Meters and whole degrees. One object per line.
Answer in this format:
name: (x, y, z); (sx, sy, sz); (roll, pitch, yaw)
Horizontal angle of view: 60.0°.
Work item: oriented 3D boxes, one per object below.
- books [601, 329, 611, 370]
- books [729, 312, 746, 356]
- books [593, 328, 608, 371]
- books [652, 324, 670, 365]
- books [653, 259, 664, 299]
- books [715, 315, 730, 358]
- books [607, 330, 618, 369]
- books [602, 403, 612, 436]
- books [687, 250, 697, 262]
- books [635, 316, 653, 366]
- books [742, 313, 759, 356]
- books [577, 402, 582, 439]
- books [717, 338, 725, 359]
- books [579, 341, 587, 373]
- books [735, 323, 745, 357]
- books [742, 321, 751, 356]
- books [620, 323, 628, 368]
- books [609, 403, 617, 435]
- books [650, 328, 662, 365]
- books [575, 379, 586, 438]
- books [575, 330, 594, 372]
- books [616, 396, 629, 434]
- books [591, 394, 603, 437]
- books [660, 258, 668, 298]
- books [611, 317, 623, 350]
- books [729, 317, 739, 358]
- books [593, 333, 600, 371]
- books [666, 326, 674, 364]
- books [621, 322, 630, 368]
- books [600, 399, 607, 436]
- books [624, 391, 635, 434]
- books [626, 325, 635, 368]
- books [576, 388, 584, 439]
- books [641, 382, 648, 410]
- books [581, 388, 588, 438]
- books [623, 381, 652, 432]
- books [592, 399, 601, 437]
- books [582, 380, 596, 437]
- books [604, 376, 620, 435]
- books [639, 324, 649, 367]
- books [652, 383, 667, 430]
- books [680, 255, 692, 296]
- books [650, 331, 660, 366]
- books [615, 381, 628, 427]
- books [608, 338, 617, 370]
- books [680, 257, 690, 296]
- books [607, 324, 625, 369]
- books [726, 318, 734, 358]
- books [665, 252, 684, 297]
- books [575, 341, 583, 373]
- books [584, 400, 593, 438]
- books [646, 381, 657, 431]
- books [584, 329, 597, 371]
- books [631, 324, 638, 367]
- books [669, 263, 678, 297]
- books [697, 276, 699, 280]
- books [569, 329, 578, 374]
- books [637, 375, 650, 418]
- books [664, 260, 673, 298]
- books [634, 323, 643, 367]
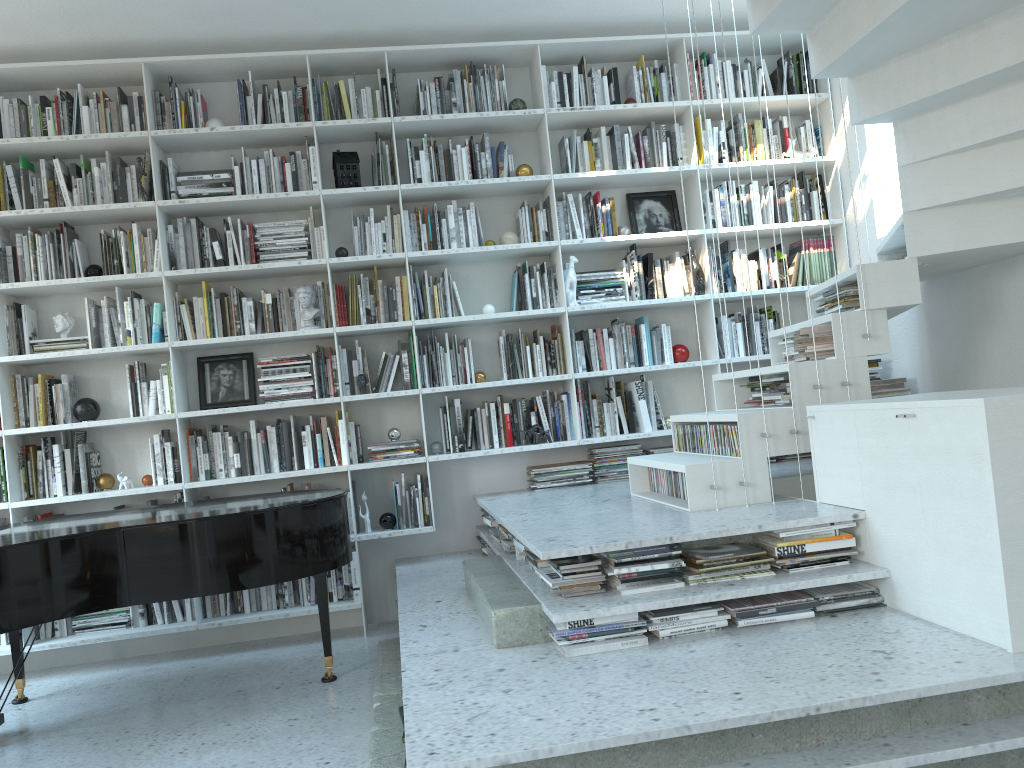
books: (0.526, -0.190, 5.104); (0.026, 0.239, 0.177); (-6, -1, -8)
books: (1.329, -0.284, 5.231); (0.024, 0.267, 0.133); (-6, -1, -8)
books: (0.493, -0.190, 5.084); (0.045, 0.246, 0.185); (-6, -1, -8)
books: (0.865, -0.222, 5.150); (0.025, 0.235, 0.181); (-6, -1, -8)
books: (0.837, -0.591, 5.160); (0.031, 0.242, 0.147); (-6, -1, -8)
books: (1.222, -0.266, 5.193); (0.024, 0.252, 0.175); (-6, -1, -8)
books: (0.572, -0.189, 5.108); (0.012, 0.229, 0.179); (-6, -1, -8)
books: (0.534, 0.203, 5.099); (0.030, 0.188, 0.140); (-6, -1, -8)
books: (1.079, -0.636, 5.214); (0.029, 0.283, 0.138); (-6, -1, -8)
books: (0.763, -0.239, 5.126); (0.026, 0.290, 0.181); (-6, -1, -8)
books: (1.384, -0.281, 5.205); (0.027, 0.248, 0.184); (-6, -1, -8)
books: (0.360, 0.210, 5.055); (0.027, 0.208, 0.164); (-6, -1, -8)
books: (1.165, -0.272, 5.200); (0.085, 0.278, 0.159); (-6, -1, -8)
books: (0.390, -0.148, 5.078); (0.022, 0.184, 0.162); (-6, -1, -8)
books: (1.309, -0.249, 5.208); (0.029, 0.201, 0.172); (-6, -1, -8)
books: (1.357, -0.257, 5.227); (0.025, 0.208, 0.149); (-6, -1, -8)
books: (0.625, -0.212, 5.097); (0.012, 0.262, 0.186); (-6, -1, -8)
books: (0.562, 0.202, 5.096); (0.024, 0.185, 0.149); (-6, -1, -8)
books: (0.834, -0.210, 5.154); (0.037, 0.218, 0.139); (-6, -1, -8)
books: (0.384, 0.143, 5.076); (0.014, 0.337, 0.132); (-6, -1, -8)
books: (0.414, -0.181, 5.079); (0.047, 0.244, 0.177); (-6, -1, -8)
books: (0.612, 0.180, 5.100); (0.052, 0.217, 0.184); (-6, -1, -8)
books: (0.486, 0.180, 5.081); (0.015, 0.243, 0.156); (-6, -1, -8)
books: (0.864, -0.598, 5.183); (0.031, 0.250, 0.133); (-6, -1, -8)
books: (0.609, -0.228, 5.113); (0.013, 0.299, 0.147); (-6, -1, -8)
books: (1.281, -0.267, 5.210); (0.022, 0.242, 0.151); (-6, -1, -8)
books: (0.467, -0.176, 5.085); (0.011, 0.223, 0.163); (-6, -1, -8)
books: (0.890, -0.218, 5.155); (0.027, 0.223, 0.170); (-6, -1, -8)
books: (0.644, -0.218, 5.121); (0.011, 0.272, 0.152); (-6, -1, -8)
books: (0.505, 0.195, 5.095); (0.025, 0.210, 0.137); (-6, -1, -8)
books: (0.661, 0.164, 5.111); (0.031, 0.239, 0.171); (-6, -1, -8)
books: (0.663, -0.207, 5.127); (0.026, 0.246, 0.165); (-6, -1, -8)
books: (0.373, 0.170, 5.078); (0.012, 0.286, 0.158); (-6, -1, -8)
books: (0.756, 0.132, 5.135); (0.012, 0.285, 0.159); (-6, -1, -8)
books: (0.400, 0.167, 5.080); (0.015, 0.287, 0.138); (-6, -1, -8)
books: (0.716, 0.132, 5.077); (0.075, 0.291, 0.255); (-6, -1, -8)
books: (0.467, 0.197, 5.088); (0.023, 0.214, 0.163); (-6, -1, -8)
books: (0.442, 0.143, 5.098); (0.013, 0.327, 0.130); (-6, -1, -8)
books: (0.573, 0.126, 5.097); (0.014, 0.333, 0.169); (-6, -1, -8)
books: (0.741, -0.214, 5.118); (0.023, 0.244, 0.190); (-6, -1, -8)
books: (0.831, 0.130, 5.138); (0.062, 0.274, 0.148); (-6, -1, -8)
books: (1.007, -0.615, 5.188); (0.024, 0.254, 0.145); (-6, -1, -8)
books: (0.804, -0.198, 5.134); (0.030, 0.200, 0.189); (-6, -1, -8)
books: (0.635, 0.135, 5.127); (0.010, 0.304, 0.131); (-6, -1, -8)
books: (0.557, -0.164, 5.095); (0.027, 0.181, 0.186); (-6, -1, -8)
books: (0.978, -0.604, 5.169); (0.041, 0.239, 0.176); (-6, -1, -8)
books: (0.594, -0.205, 5.088); (0.028, 0.255, 0.191); (-6, -1, -8)
books: (1.252, -0.261, 5.205); (0.037, 0.236, 0.153); (-6, -1, -8)
books: (0.946, -0.617, 5.162); (0.021, 0.271, 0.191); (-6, -1, -8)
books: (0.368, -0.147, 5.077); (0.023, 0.186, 0.159); (-6, -1, -8)
books: (0.426, 0.202, 5.094); (0.033, 0.213, 0.140); (-6, -1, -8)
books: (0.789, 0.127, 5.123); (0.025, 0.287, 0.160); (-6, -1, -8)
books: (0.447, -0.186, 5.095); (0.024, 0.247, 0.143); (-6, -1, -8)
books: (0.686, -0.211, 5.110); (0.014, 0.249, 0.177); (-6, -1, -8)
books: (0.923, -0.585, 5.182); (0.025, 0.213, 0.155); (-6, -1, -8)
books: (1.060, -0.582, 5.181); (0.027, 0.179, 0.166); (-6, -1, -8)
books: (0.346, -0.179, 5.086); (0.012, 0.254, 0.161); (-6, -1, -8)
books: (0.765, 0.111, 5.142); (0.012, 0.326, 0.136); (-6, -1, -8)
books: (0.895, -0.593, 5.186); (0.028, 0.235, 0.129); (-6, -1, -8)
books: (0.720, -0.216, 5.140); (0.012, 0.254, 0.161); (-6, -1, -8)
